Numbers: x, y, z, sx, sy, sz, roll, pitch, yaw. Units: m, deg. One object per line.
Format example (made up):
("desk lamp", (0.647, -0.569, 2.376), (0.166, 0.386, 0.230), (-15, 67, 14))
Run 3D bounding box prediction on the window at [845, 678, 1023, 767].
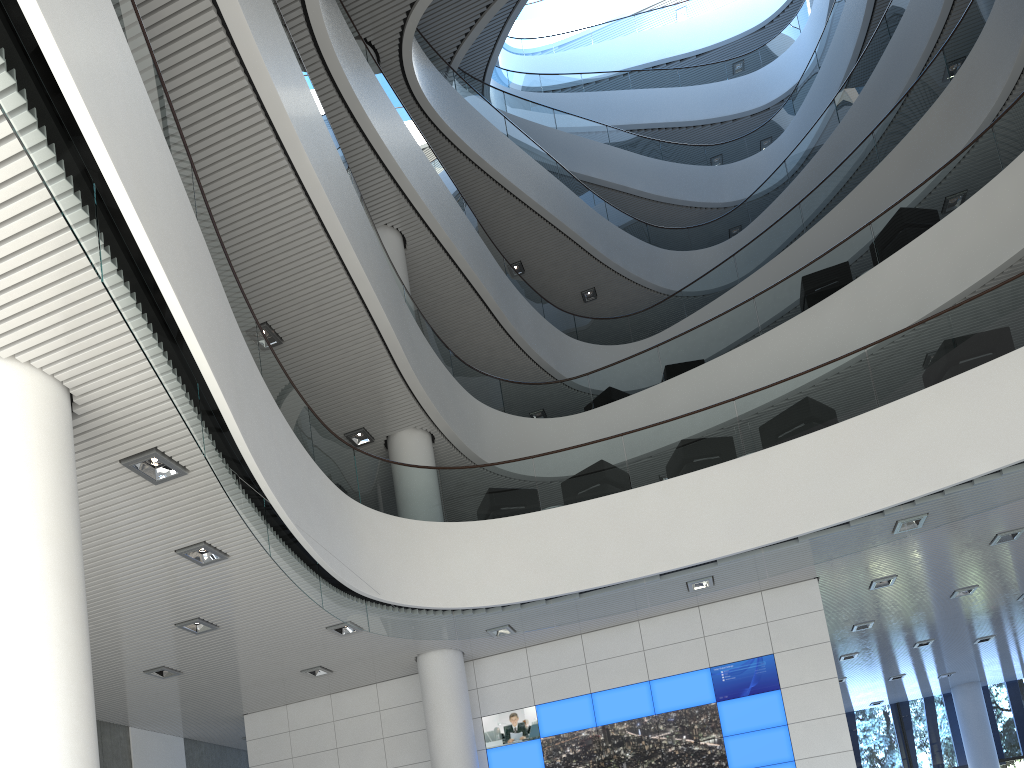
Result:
("window", (7.271, 6.748, 13.739), (18.738, 2.687, 0.081), (-19, -10, 16))
